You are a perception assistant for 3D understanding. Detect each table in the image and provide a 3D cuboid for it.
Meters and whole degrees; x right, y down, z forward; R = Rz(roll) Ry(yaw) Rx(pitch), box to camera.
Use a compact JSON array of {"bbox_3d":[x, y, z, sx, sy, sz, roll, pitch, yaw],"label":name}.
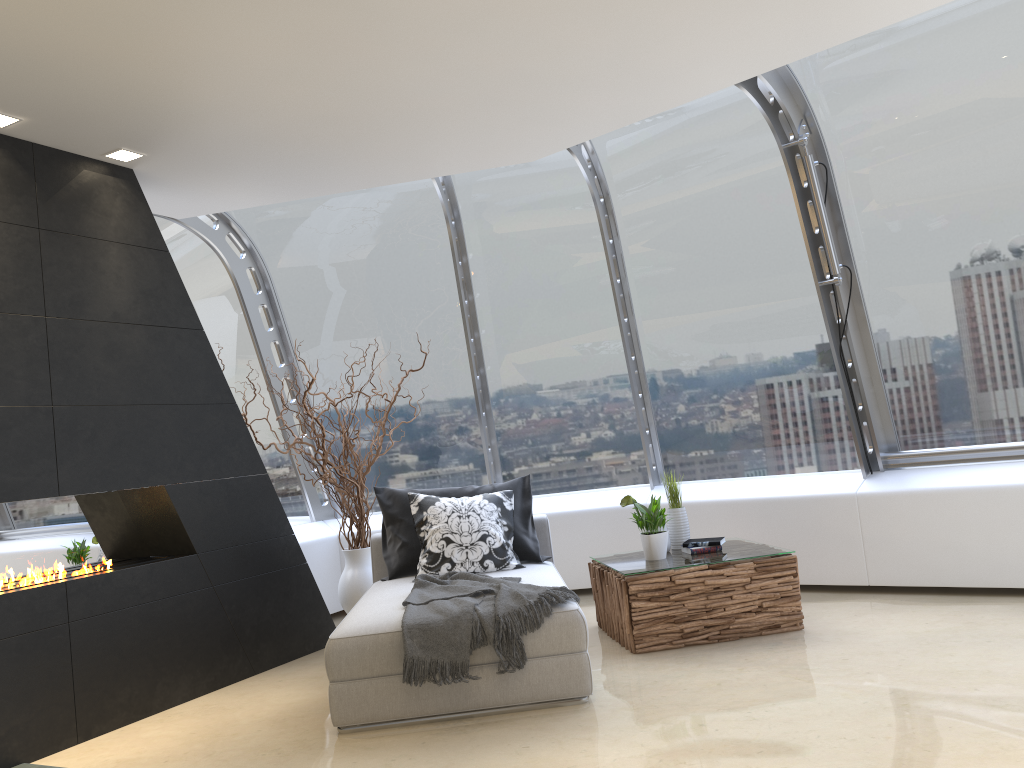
[{"bbox_3d":[1.032,1.206,5.151,1.007,0.436,0.923,-6,-4,-7],"label":"table"}]

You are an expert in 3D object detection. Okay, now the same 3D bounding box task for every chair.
[{"bbox_3d":[-0.277,1.198,4.896,1.176,0.690,2.068,-6,-4,-2],"label":"chair"}]

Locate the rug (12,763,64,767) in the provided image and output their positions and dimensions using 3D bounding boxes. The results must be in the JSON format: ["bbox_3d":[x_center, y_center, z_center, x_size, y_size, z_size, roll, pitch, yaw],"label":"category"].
[{"bbox_3d":[-1.624,1.510,2.391,2.923,0.012,2.194,-9,-5,28],"label":"rug"}]

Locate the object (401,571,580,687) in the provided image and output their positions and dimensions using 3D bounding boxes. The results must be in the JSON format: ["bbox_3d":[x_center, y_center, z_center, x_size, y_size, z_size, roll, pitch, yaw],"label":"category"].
[{"bbox_3d":[-0.098,1.104,4.267,0.825,0.359,1.024,-6,-4,-4],"label":"object"}]

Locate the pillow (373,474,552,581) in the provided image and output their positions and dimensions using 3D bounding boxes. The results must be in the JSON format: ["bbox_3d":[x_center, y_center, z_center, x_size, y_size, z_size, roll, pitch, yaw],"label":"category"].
[{"bbox_3d":[-0.320,0.885,5.553,1.070,0.597,0.510,-6,-4,-3],"label":"pillow"}]

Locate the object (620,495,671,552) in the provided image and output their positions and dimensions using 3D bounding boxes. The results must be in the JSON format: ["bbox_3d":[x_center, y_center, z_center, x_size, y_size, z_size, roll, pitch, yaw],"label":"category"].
[{"bbox_3d":[0.799,0.842,5.343,0.297,0.370,0.152,-5,-4,-18],"label":"object"}]

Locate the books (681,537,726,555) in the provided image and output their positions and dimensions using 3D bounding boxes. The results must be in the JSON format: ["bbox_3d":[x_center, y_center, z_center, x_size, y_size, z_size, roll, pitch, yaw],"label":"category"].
[{"bbox_3d":[1.118,0.950,5.200,0.265,0.063,0.246,-7,-4,14],"label":"books"}]

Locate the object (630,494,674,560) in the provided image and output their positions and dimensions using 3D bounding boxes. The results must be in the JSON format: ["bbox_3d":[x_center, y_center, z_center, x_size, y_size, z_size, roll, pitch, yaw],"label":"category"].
[{"bbox_3d":[0.804,0.828,5.126,0.215,0.369,0.284,-4,-5,-29],"label":"object"}]

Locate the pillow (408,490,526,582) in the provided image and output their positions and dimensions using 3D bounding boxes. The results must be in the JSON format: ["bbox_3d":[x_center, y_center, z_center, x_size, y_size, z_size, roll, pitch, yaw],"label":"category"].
[{"bbox_3d":[-0.278,0.876,5.252,0.683,0.528,0.431,-6,-4,-8],"label":"pillow"}]

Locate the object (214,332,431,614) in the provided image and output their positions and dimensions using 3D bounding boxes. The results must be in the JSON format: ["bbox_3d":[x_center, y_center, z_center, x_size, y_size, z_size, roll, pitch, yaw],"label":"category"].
[{"bbox_3d":[-1.364,0.725,6.268,1.370,2.059,1.508,-9,-5,28],"label":"object"}]

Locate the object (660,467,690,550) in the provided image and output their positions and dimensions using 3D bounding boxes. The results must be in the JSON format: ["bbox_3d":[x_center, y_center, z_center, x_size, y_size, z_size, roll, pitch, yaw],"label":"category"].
[{"bbox_3d":[1.002,0.756,5.456,0.153,0.511,0.150,-6,-4,-4],"label":"object"}]
